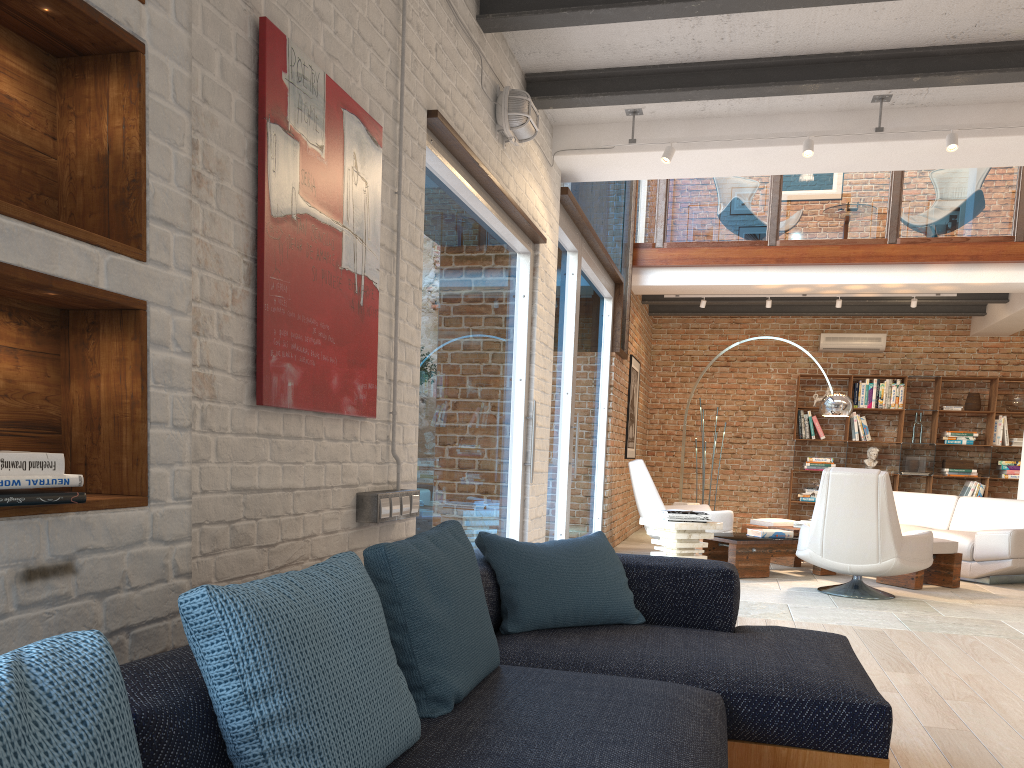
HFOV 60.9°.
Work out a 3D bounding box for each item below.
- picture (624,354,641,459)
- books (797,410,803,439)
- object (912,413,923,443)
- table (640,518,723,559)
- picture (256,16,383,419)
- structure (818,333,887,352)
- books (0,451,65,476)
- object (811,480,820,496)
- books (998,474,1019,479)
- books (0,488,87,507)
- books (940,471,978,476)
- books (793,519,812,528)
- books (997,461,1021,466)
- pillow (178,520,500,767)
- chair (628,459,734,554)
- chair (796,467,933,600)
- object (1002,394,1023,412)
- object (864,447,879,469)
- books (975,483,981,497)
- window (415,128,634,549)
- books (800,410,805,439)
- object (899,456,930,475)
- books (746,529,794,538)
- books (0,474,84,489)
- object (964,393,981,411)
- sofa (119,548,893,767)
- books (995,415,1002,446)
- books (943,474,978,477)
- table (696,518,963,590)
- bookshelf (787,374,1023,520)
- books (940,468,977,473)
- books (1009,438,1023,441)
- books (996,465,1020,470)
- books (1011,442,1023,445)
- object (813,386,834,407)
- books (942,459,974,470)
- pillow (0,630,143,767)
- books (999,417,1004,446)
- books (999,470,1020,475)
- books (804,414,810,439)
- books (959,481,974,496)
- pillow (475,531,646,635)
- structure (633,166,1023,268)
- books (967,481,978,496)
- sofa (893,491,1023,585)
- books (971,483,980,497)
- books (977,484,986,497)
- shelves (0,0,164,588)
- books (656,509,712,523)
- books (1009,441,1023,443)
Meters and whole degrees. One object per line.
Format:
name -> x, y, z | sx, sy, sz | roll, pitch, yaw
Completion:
picture -> 1.442, 0.301, 10.406 | 0.027, 1.205, 0.907 | 4, 3, 15
books -> 3.860, 0.549, 11.707 | 0.091, 0.388, 0.242 | 4, 3, 14
object -> 5.261, 0.570, 11.302 | 0.121, 0.403, 0.061 | 4, 6, 17
table -> 1.414, 1.402, 7.380 | 0.496, 0.508, 0.491 | 2, 1, -26
picture -> -0.544, -0.395, 2.563 | 0.019, 0.967, 0.739 | 4, 3, 15
structure -> 4.507, -0.546, 11.557 | 0.811, 0.221, 0.199 | 1, 1, 14
books -> -0.812, 0.119, 1.318 | 0.132, 0.034, 0.206 | 1, -4, 24
object -> 3.102, 1.090, 8.154 | 0.543, 0.612, 0.313 | 2, 4, -15
books -> 6.410, 1.184, 11.132 | 0.326, 0.056, 0.254 | 1, -4, 16
books -> -0.807, 0.171, 1.316 | 0.162, 0.017, 0.252 | 0, -5, 24
books -> 5.788, 1.159, 11.301 | 0.379, 0.037, 0.244 | 2, -4, 9
books -> 2.988, 1.389, 8.656 | 0.402, 0.075, 0.249 | 6, -5, -43
books -> 6.384, 1.015, 11.133 | 0.325, 0.056, 0.255 | 0, -4, 24
pillow -> -0.263, 0.537, 1.865 | 0.254, 0.418, 1.210 | 3, -3, 14
chair -> 1.665, 1.282, 8.889 | 0.983, 1.006, 1.020 | 2, 1, -1
chair -> 2.709, 1.162, 6.814 | 1.022, 1.024, 0.970 | 3, 1, 31
object -> 6.442, 0.253, 11.014 | 0.436, 0.220, 0.436 | 4, -3, -34
object -> 4.746, 1.001, 11.519 | 0.195, 0.353, 0.193 | 4, 4, 30
books -> 5.966, 1.449, 11.278 | 0.097, 0.357, 0.270 | 4, 3, 14
window -> -0.114, -1.767, 5.127 | 0.646, 6.430, 12.315 | 4, -2, 15
books -> 3.898, 0.550, 11.706 | 0.091, 0.388, 0.242 | 4, 3, 14
object -> 5.245, 1.066, 11.374 | 0.335, 0.235, 0.283 | 2, 0, 14
books -> 2.346, 1.359, 7.932 | 0.327, 0.057, 0.253 | 3, -4, -16
books -> -0.810, 0.146, 1.327 | 0.170, 0.019, 0.236 | 1, -5, 16
object -> 5.876, 0.233, 11.109 | 0.194, 0.235, 0.191 | 1, 2, -28
sofa -> 0.359, 0.826, 1.528 | 2.075, 0.663, 3.946 | 1, -4, 14
books -> 6.183, 0.598, 11.122 | 0.036, 0.387, 0.242 | 4, 3, 15
books -> 5.797, 1.187, 11.287 | 0.355, 0.021, 0.272 | 1, -4, 13
table -> 2.679, 1.547, 8.147 | 1.974, 0.431, 2.194 | 4, -4, -25
bookshelf -> 5.251, 1.019, 11.385 | 3.027, 2.221, 0.361 | 2, 6, 14
books -> 5.767, 1.119, 11.268 | 0.379, 0.037, 0.244 | 1, -4, 13
books -> 6.431, 0.707, 11.068 | 0.132, 0.034, 0.205 | 2, -4, 4
books -> 6.398, 1.072, 11.135 | 0.326, 0.056, 0.254 | 1, -4, 14
books -> 6.429, 0.760, 11.073 | 0.132, 0.034, 0.206 | 1, -4, 24
object -> 4.123, 0.165, 11.548 | 0.251, 0.285, 0.129 | 3, 4, 22
books -> 5.762, 1.041, 11.270 | 0.335, 0.119, 0.212 | 1, -2, 14
pillow -> -0.610, 0.447, 0.567 | 0.243, 0.400, 1.105 | 3, -3, 13
books -> 6.213, 0.613, 11.126 | 0.020, 0.362, 0.270 | 4, 3, 15
books -> 6.437, 1.128, 11.120 | 0.326, 0.056, 0.254 | 2, -4, 9
books -> 3.951, 0.578, 11.715 | 0.102, 0.337, 0.253 | 4, 3, 14
books -> 5.855, 1.437, 11.309 | 0.163, 0.375, 0.242 | 3, 3, 14
pillow -> 0.168, 0.704, 3.142 | 0.565, 0.331, 0.374 | 3, 0, -26
structure -> 4.968, -0.509, 4.501 | 10.134, 4.162, 13.839 | 2, -4, 14
books -> 5.890, 1.435, 11.276 | 0.161, 0.376, 0.242 | 3, 3, 14
sofa -> 4.305, 1.497, 8.771 | 1.146, 0.759, 2.317 | 3, -3, -26
books -> 5.943, 1.446, 11.274 | 0.097, 0.357, 0.270 | 4, 3, 14
books -> 6.005, 1.457, 11.255 | 0.116, 0.336, 0.253 | 4, 3, 14
shelves -> -0.828, -0.413, 1.249 | 0.191, 1.440, 0.761 | 4, 4, 14
books -> 1.440, 1.114, 7.405 | 0.389, 0.080, 0.566 | 2, -4, -2
books -> 6.438, 0.734, 11.073 | 0.170, 0.019, 0.236 | 1, -5, 17
